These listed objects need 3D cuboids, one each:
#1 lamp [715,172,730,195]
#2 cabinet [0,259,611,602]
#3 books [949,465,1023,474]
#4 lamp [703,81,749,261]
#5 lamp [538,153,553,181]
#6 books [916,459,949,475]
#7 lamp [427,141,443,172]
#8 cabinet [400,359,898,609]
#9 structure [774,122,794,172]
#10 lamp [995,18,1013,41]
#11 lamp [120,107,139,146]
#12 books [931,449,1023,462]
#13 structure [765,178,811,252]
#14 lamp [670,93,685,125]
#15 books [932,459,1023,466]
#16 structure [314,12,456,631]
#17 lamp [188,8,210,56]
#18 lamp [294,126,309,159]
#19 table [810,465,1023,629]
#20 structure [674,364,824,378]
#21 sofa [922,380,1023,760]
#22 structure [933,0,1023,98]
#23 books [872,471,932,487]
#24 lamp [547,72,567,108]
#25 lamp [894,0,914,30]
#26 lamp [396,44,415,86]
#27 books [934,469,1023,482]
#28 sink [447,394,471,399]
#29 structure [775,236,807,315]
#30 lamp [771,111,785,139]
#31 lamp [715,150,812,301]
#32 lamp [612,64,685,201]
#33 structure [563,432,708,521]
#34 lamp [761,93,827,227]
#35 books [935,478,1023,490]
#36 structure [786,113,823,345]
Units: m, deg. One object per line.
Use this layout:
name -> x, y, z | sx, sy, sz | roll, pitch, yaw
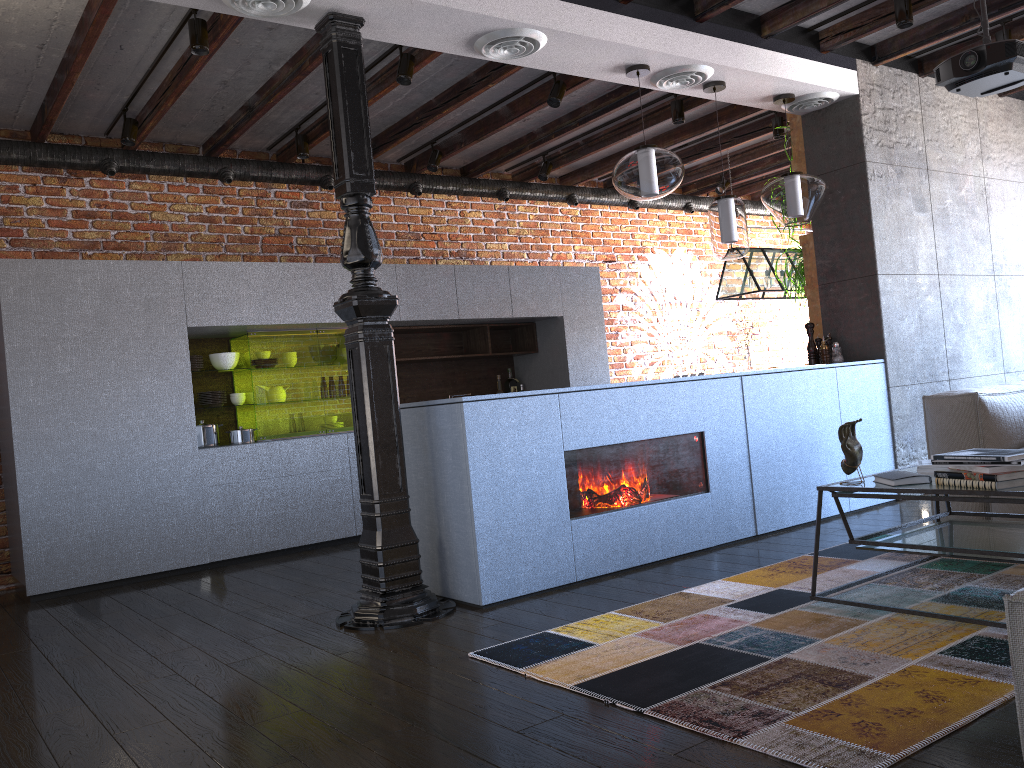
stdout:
lamp -> 1.943, -1.842, 8.173 | 0.162, 0.201, 0.093 | -5, -1, -42
cabinet -> -1.115, 0.130, 6.114 | 4.173, 1.808, 0.714 | -5, -1, -36
books -> 1.509, 0.251, 2.761 | 0.190, 0.023, 0.239 | -6, -1, -1
lamp -> 1.146, -1.153, 4.818 | 0.198, 0.955, 0.195 | -5, -1, -6
lamp -> 0.263, -1.698, 6.968 | 0.093, 0.210, 0.148 | -6, -1, 42
books -> 1.610, 0.289, 3.158 | 0.309, 0.038, 0.225 | -6, -1, 24
lamp -> -0.555, -1.631, 6.381 | 0.092, 0.209, 0.139 | -6, -1, 39
cabinet -> 0.865, 0.394, 4.604 | 2.959, 0.844, 0.607 | -5, -1, -36
structure -> 2.056, -1.560, 5.844 | 0.571, 0.620, 0.422 | -6, -1, 44
lamp -> 2.851, -1.995, 5.135 | 0.083, 0.188, 0.116 | -6, -1, 17
lamp -> -2.238, -1.495, 5.184 | 0.087, 0.201, 0.116 | -6, -1, 23
books -> 1.486, 0.220, 2.758 | 0.196, 0.014, 0.268 | -5, -1, -24
structure -> 1.982, -1.183, 5.967 | 0.571, 0.620, 0.422 | -6, -1, 24
lamp -> 1.086, -1.813, 5.830 | 0.082, 0.184, 0.116 | -6, -1, 15
books -> 1.487, 0.235, 2.758 | 0.196, 0.014, 0.268 | -5, -1, -37
structure -> 2.686, -0.629, 1.258 | 8.517, 2.393, 0.481 | -6, -1, 35
lamp -> -1.417, -1.605, 4.030 | 0.082, 0.184, 0.121 | -5, -1, -44
lamp -> -1.382, -1.575, 5.794 | 0.082, 0.184, 0.110 | -6, -1, 26
table -> 1.599, 0.495, 2.977 | 0.848, 0.388, 0.842 | -5, -1, -36
structure -> 1.307, -0.056, 4.966 | 0.763, 0.057, 0.504 | -5, -1, -36
sofa -> 2.161, 0.327, 2.789 | 3.300, 0.697, 2.537 | -5, -1, -36
structure -> 2.413, -1.920, 4.521 | 0.464, 0.816, 0.409 | -5, -1, -36
books -> 1.309, 0.317, 2.985 | 0.129, 0.029, 0.182 | -6, -1, 2
lamp -> 0.266, -1.732, 5.221 | 0.145, 0.210, 0.093 | -5, -1, -44
lamp -> 2.019, -1.928, 4.535 | 0.082, 0.184, 0.119 | -5, -1, -39
lamp -> -0.558, -1.667, 4.638 | 0.091, 0.203, 0.119 | -6, -1, 34
books -> 1.488, 0.275, 2.755 | 0.209, 0.023, 0.251 | -5, -1, -16
sink -> -0.125, 0.201, 6.740 | 0.827, 0.287, 0.382 | -5, -1, -36
structure -> 2.079, -0.712, 5.947 | 0.570, 0.620, 0.422 | -5, -1, -16
lamp -> 1.928, -1.883, 6.433 | 0.082, 0.184, 0.113 | -6, -1, 21
lamp -> 2.199, -1.366, 7.385 | 1.257, 1.267, 0.465 | -5, -1, -36
lamp -> 0.665, -1.259, 4.468 | 0.364, 0.665, 0.364 | -6, -1, 37
structure -> 0.487, 0.451, 4.184 | 0.943, 0.394, 0.332 | -5, -1, -36
lamp -> 1.615, -1.296, 5.149 | 0.367, 0.747, 0.367 | -6, -1, 18
books -> 1.490, 0.298, 2.756 | 0.209, 0.024, 0.247 | -5, -1, -16
structure -> 3.116, -0.710, 6.552 | 2.828, 2.381, 0.206 | -5, -1, -36
